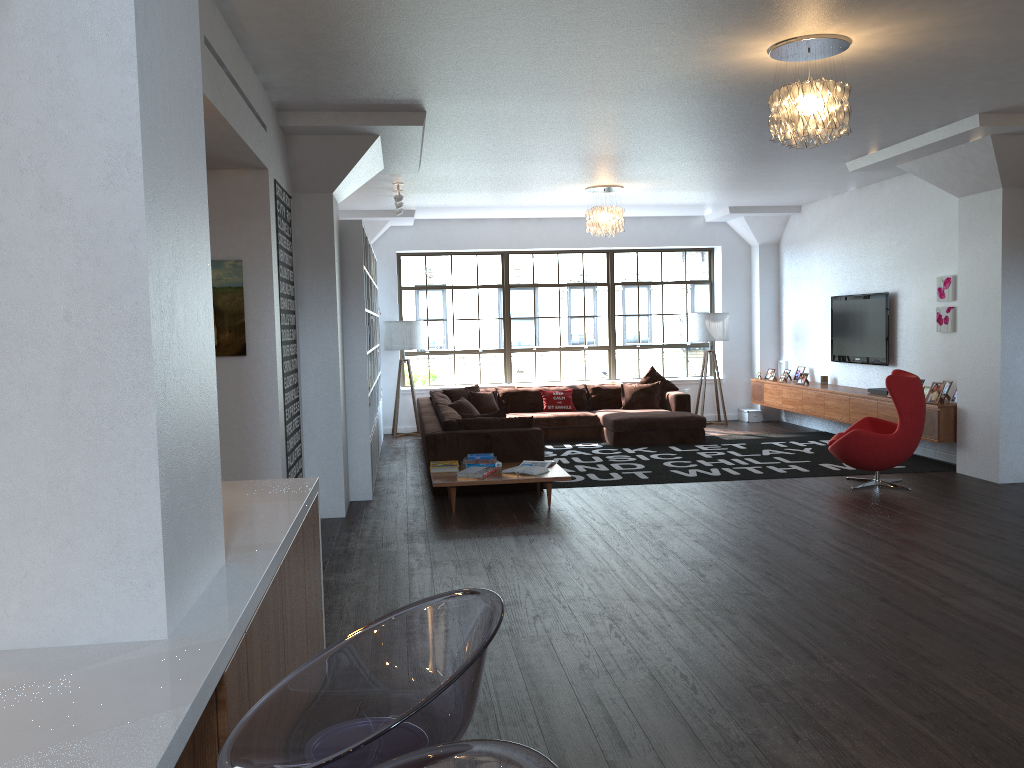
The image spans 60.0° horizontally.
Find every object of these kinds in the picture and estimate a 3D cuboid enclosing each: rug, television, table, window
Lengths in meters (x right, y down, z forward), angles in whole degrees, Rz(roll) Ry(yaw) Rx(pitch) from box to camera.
[{"bbox_3d":[2.118,0.782,9.746,4.200,0.007,3.100,-2,4,-5],"label":"rug"},{"bbox_3d":[4.080,-0.647,10.454,0.013,0.816,1.324,-2,4,-7],"label":"television"},{"bbox_3d":[-0.121,0.863,7.429,1.100,0.271,0.853,-2,4,-7],"label":"table"},{"bbox_3d":[0.702,-0.977,13.049,4.648,1.905,0.114,-2,4,-7],"label":"window"}]

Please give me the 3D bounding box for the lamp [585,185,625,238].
[{"bbox_3d":[1.045,-1.930,9.977,0.441,0.539,0.442,1,5,35],"label":"lamp"}]

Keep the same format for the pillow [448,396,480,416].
[{"bbox_3d":[-0.506,0.349,9.852,0.325,0.391,0.625,-1,4,9],"label":"pillow"}]

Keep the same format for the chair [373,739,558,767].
[{"bbox_3d":[-0.163,0.925,0.899,0.481,1.014,0.530,-2,4,-9],"label":"chair"}]

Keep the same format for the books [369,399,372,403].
[{"bbox_3d":[-1.370,0.154,7.876,0.223,0.027,0.161,-1,4,3],"label":"books"}]

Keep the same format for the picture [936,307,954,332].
[{"bbox_3d":[4.331,-0.643,8.864,0.030,0.250,0.250,-2,4,-7],"label":"picture"}]

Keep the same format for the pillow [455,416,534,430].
[{"bbox_3d":[-0.154,0.471,8.193,0.750,0.364,0.289,-2,4,-8],"label":"pillow"}]

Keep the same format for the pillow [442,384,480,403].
[{"bbox_3d":[-0.583,0.228,11.469,0.580,0.418,0.334,-4,5,-34],"label":"pillow"}]

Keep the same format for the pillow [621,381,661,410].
[{"bbox_3d":[1.692,0.154,11.669,0.542,0.362,0.248,-1,4,14],"label":"pillow"}]

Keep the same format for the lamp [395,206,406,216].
[{"bbox_3d":[-1.308,-2.060,10.279,0.120,0.211,0.111,-4,5,-33],"label":"lamp"}]

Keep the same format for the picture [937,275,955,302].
[{"bbox_3d":[4.323,-0.949,8.844,0.030,0.250,0.250,-2,4,-7],"label":"picture"}]

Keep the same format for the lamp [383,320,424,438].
[{"bbox_3d":[-1.471,-0.078,12.223,0.545,1.579,0.545,-3,4,-18],"label":"lamp"}]

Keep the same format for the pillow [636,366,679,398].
[{"bbox_3d":[1.874,0.054,11.852,0.651,0.587,0.335,-4,4,-28],"label":"pillow"}]

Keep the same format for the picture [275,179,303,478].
[{"bbox_3d":[-1.564,-0.182,6.275,0.021,2.380,0.800,-2,4,-7],"label":"picture"}]

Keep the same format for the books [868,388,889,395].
[{"bbox_3d":[4.121,0.084,9.724,0.250,0.053,0.400,-2,4,-7],"label":"books"}]

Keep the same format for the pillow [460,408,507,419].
[{"bbox_3d":[-0.226,0.414,8.449,0.559,0.411,0.269,2,5,39],"label":"pillow"}]

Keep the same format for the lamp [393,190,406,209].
[{"bbox_3d":[-1.245,-2.028,9.765,0.111,0.211,0.120,2,5,42],"label":"lamp"}]

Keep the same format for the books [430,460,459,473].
[{"bbox_3d":[-0.577,0.706,7.584,0.241,0.045,0.334,-2,4,-5],"label":"books"}]

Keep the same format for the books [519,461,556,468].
[{"bbox_3d":[0.221,0.683,7.673,0.256,0.035,0.350,0,4,18],"label":"books"}]

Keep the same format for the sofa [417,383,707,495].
[{"bbox_3d":[0.702,0.468,10.066,3.481,0.664,4.197,-2,4,-7],"label":"sofa"}]

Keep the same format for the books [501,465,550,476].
[{"bbox_3d":[0.110,0.709,7.314,0.342,0.040,0.231,1,5,33],"label":"books"}]

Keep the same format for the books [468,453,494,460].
[{"bbox_3d":[-0.272,0.628,7.679,0.224,0.027,0.157,-2,4,-2],"label":"books"}]

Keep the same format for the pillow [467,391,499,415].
[{"bbox_3d":[-0.381,0.245,11.397,0.489,0.337,0.238,-4,5,-37],"label":"pillow"}]

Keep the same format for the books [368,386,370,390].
[{"bbox_3d":[-1.406,0.038,7.853,0.197,0.033,0.284,-4,4,-32],"label":"books"}]

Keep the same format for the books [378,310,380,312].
[{"bbox_3d":[-1.919,-0.966,11.797,0.284,0.033,0.197,-1,4,8],"label":"books"}]

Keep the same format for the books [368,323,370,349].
[{"bbox_3d":[-1.486,-0.465,8.695,0.182,0.253,0.034,-2,4,-7],"label":"books"}]

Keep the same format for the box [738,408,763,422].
[{"bbox_3d":[3.474,0.455,12.921,0.228,0.165,0.368,-2,4,-7],"label":"box"}]

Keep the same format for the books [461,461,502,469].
[{"bbox_3d":[-0.270,0.695,7.682,0.312,0.037,0.216,-3,4,-17],"label":"books"}]

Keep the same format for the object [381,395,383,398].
[{"bbox_3d":[-1.904,0.170,11.870,0.331,0.088,0.410,-2,4,-7],"label":"object"}]

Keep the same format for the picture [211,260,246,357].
[{"bbox_3d":[-1.911,-0.471,5.557,0.450,0.600,0.030,-2,4,-7],"label":"picture"}]

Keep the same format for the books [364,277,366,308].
[{"bbox_3d":[-1.406,-0.816,7.974,0.176,0.290,0.053,-2,4,-7],"label":"books"}]

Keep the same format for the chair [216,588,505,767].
[{"bbox_3d":[-0.240,0.885,1.524,0.481,1.014,0.530,-2,4,-5],"label":"chair"}]

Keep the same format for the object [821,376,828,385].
[{"bbox_3d":[3.961,-0.046,11.249,0.089,0.110,0.089,1,5,38],"label":"object"}]

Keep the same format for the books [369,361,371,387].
[{"bbox_3d":[-1.481,-0.091,8.680,0.183,0.253,0.034,-2,4,-7],"label":"books"}]

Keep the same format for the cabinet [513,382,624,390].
[{"bbox_3d":[0.804,0.317,12.594,1.520,0.625,0.350,-2,4,-7],"label":"cabinet"}]

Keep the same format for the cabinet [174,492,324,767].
[{"bbox_3d":[-0.979,1.009,1.488,0.898,0.796,4.493,-2,4,-7],"label":"cabinet"}]

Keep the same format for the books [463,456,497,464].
[{"bbox_3d":[-0.276,0.659,7.683,0.279,0.035,0.191,-1,4,3],"label":"books"}]

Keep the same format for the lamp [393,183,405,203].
[{"bbox_3d":[-1.184,-1.996,9.264,0.111,0.211,0.120,0,4,27],"label":"lamp"}]

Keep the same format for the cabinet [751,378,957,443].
[{"bbox_3d":[3.939,0.231,10.558,0.459,0.350,4.501,-2,4,-7],"label":"cabinet"}]

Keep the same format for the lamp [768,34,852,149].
[{"bbox_3d":[1.663,-1.612,4.964,0.441,0.539,0.442,1,5,35],"label":"lamp"}]

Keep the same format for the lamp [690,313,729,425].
[{"bbox_3d":[2.821,-0.218,12.638,0.545,1.579,0.545,-1,4,4],"label":"lamp"}]

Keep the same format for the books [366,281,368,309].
[{"bbox_3d":[-1.520,-0.865,8.754,0.176,0.291,0.053,-2,4,-7],"label":"books"}]

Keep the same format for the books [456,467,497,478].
[{"bbox_3d":[-0.290,0.724,7.275,0.236,0.035,0.340,0,4,18],"label":"books"}]

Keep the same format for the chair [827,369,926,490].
[{"bbox_3d":[3.202,0.382,7.814,0.801,1.006,0.798,0,4,18],"label":"chair"}]

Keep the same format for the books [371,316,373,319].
[{"bbox_3d":[-1.539,-0.673,9.043,0.223,0.027,0.161,-1,4,3],"label":"books"}]

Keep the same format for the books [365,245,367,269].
[{"bbox_3d":[-1.484,-1.199,8.468,0.182,0.253,0.098,-2,4,-7],"label":"books"}]

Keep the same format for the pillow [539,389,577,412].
[{"bbox_3d":[0.605,0.218,11.660,0.465,0.308,0.220,-2,4,-11],"label":"pillow"}]

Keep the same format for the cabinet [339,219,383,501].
[{"bbox_3d":[-1.747,-0.329,9.821,0.461,2.414,4.500,-2,4,-7],"label":"cabinet"}]

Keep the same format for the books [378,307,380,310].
[{"bbox_3d":[-1.917,-0.998,11.790,0.254,0.032,0.174,1,4,28],"label":"books"}]

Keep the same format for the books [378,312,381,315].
[{"bbox_3d":[-1.918,-0.932,11.799,0.284,0.035,0.197,0,4,23],"label":"books"}]
